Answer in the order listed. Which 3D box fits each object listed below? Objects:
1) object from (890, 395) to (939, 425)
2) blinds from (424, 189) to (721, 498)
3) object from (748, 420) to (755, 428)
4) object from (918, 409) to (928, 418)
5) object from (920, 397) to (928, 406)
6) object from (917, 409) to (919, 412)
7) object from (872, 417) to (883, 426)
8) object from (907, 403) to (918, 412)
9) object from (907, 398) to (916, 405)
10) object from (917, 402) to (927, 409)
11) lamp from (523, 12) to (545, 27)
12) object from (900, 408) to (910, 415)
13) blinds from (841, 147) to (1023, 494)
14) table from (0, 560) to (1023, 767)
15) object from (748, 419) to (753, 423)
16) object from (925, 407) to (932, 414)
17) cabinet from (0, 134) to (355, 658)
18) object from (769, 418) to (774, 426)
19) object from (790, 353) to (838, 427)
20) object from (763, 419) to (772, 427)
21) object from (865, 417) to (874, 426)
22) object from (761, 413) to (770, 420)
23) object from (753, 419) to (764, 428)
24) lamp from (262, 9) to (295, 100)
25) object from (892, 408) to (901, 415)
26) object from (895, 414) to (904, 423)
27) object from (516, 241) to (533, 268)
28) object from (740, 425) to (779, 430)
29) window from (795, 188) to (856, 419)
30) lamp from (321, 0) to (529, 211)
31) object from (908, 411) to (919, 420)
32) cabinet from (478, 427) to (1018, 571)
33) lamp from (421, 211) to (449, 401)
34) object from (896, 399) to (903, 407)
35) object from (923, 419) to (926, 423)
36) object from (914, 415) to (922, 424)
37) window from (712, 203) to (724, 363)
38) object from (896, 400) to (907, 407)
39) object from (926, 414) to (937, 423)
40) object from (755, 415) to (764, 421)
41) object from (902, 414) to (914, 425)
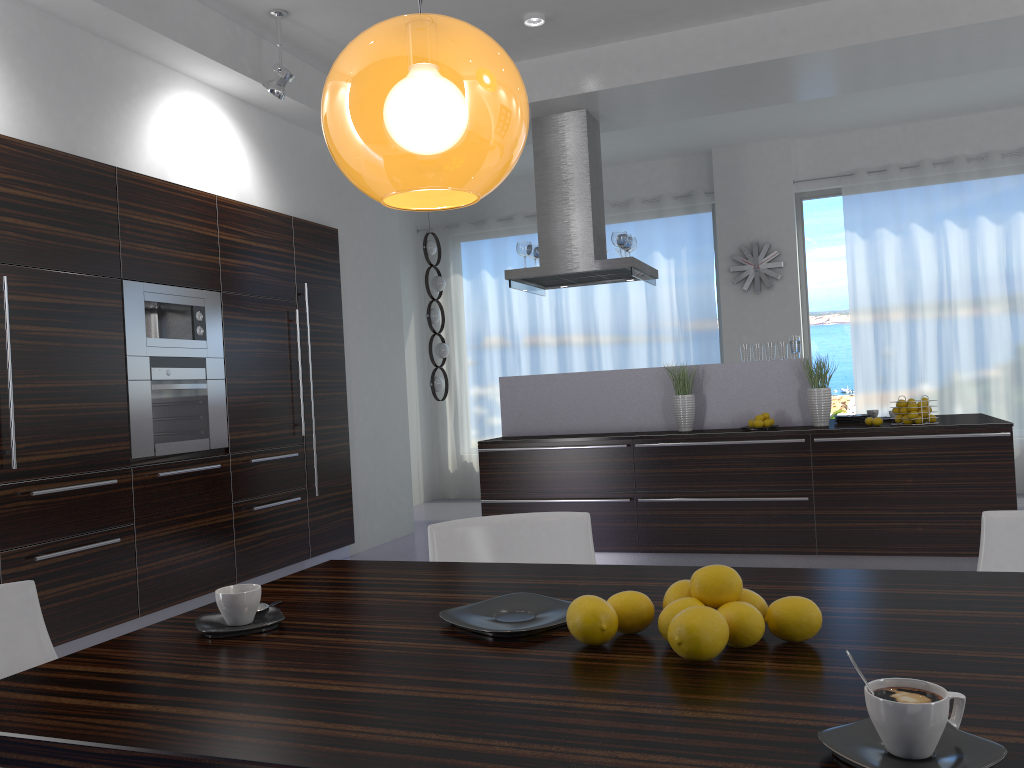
[{"bbox_3d":[2.441,0.156,5.387,0.189,0.174,0.207,-3,0,-14],"label":"object"},{"bbox_3d":[0.579,-0.329,9.509,3.245,3.112,0.120,-3,-1,21],"label":"blinds"},{"bbox_3d":[1.566,0.262,5.758,0.063,0.051,0.053,-3,-1,25],"label":"object"},{"bbox_3d":[2.465,0.177,5.324,0.061,0.055,0.051,-3,0,0],"label":"object"},{"bbox_3d":[2.505,0.111,5.382,0.050,0.060,0.059,-3,0,20],"label":"object"},{"bbox_3d":[2.449,0.174,5.350,0.051,0.053,0.062,-3,-1,29],"label":"object"},{"bbox_3d":[2.238,0.230,5.429,0.063,0.051,0.053,-3,-1,25],"label":"object"},{"bbox_3d":[2.406,0.141,5.328,0.061,0.052,0.053,-3,-1,34],"label":"object"},{"bbox_3d":[2.429,0.114,5.391,0.051,0.053,0.063,-3,-1,22],"label":"object"},{"bbox_3d":[2.464,0.126,5.330,0.051,0.053,0.063,-3,-1,34],"label":"object"},{"bbox_3d":[0.138,-2.261,5.502,0.132,0.035,0.132,-3,0,-7],"label":"lamp"},{"bbox_3d":[2.384,0.164,5.376,0.062,0.053,0.052,-3,0,-7],"label":"object"},{"bbox_3d":[4.562,-0.563,7.998,2.830,3.112,0.120,-3,-1,21],"label":"blinds"},{"bbox_3d":[0.311,0.793,1.389,2.046,0.783,1.127,-3,-1,21],"label":"table"},{"bbox_3d":[1.578,0.258,5.813,0.052,0.054,0.061,-3,-1,-22],"label":"object"},{"bbox_3d":[2.509,0.160,5.362,0.061,0.054,0.053,-3,-1,-23],"label":"object"},{"bbox_3d":[-2.161,0.101,5.177,0.669,2.500,3.600,-3,-1,21],"label":"cabinet"},{"bbox_3d":[1.678,0.249,5.771,0.063,0.053,0.051,-3,-1,-29],"label":"object"},{"bbox_3d":[1.985,0.020,5.697,0.269,0.502,0.247,-3,-1,-26],"label":"object"},{"bbox_3d":[1.644,0.254,5.724,0.061,0.054,0.052,-3,0,-2],"label":"object"},{"bbox_3d":[2.216,0.232,5.489,0.053,0.051,0.063,-3,0,-10],"label":"object"},{"bbox_3d":[1.648,0.210,5.771,0.053,0.048,0.063,-3,0,-13],"label":"object"},{"bbox_3d":[1.583,0.257,5.702,0.070,0.058,0.060,-3,0,20],"label":"object"},{"bbox_3d":[-1.272,-1.947,5.091,0.171,0.511,0.605,-3,-1,-37],"label":"lamp"},{"bbox_3d":[2.361,0.165,5.434,0.053,0.051,0.063,-3,0,-10],"label":"object"},{"bbox_3d":[2.369,0.211,5.414,0.060,0.057,0.052,-3,-1,23],"label":"object"},{"bbox_3d":[0.098,-0.973,6.773,0.125,0.221,0.125,-3,-1,-44],"label":"object"},{"bbox_3d":[1.606,0.283,5.749,0.232,0.020,0.232,-3,-1,29],"label":"object"},{"bbox_3d":[4.301,-0.733,8.334,3.000,2.500,0.100,-3,-1,21],"label":"window"},{"bbox_3d":[-0.196,-1.303,1.548,0.359,1.974,0.358,-3,-1,26],"label":"lamp"},{"bbox_3d":[2.399,0.188,5.303,0.061,0.054,0.052,-3,0,-2],"label":"object"},{"bbox_3d":[1.544,0.729,6.184,3.285,0.852,1.377,-3,-1,21],"label":"cabinet"},{"bbox_3d":[-0.784,-1.011,8.935,0.180,2.370,0.367,-3,0,14],"label":"lamp"},{"bbox_3d":[2.386,0.124,5.444,0.052,0.060,0.057,-3,0,9],"label":"object"},{"bbox_3d":[2.486,0.214,5.384,0.061,0.055,0.050,-3,-1,-24],"label":"object"},{"bbox_3d":[2.438,0.214,5.319,0.051,0.053,0.063,-3,-1,29],"label":"object"},{"bbox_3d":[0.800,-0.527,9.662,3.000,2.500,0.100,-3,-1,21],"label":"window"},{"bbox_3d":[2.370,0.120,5.393,0.053,0.051,0.063,-3,-1,-22],"label":"object"},{"bbox_3d":[2.523,0.209,5.338,0.062,0.052,0.053,-3,-1,-30],"label":"object"},{"bbox_3d":[1.603,0.222,5.744,0.061,0.047,0.053,-3,-1,24],"label":"object"},{"bbox_3d":[2.395,0.215,5.359,0.064,0.063,0.074,-4,-1,41],"label":"object"}]
